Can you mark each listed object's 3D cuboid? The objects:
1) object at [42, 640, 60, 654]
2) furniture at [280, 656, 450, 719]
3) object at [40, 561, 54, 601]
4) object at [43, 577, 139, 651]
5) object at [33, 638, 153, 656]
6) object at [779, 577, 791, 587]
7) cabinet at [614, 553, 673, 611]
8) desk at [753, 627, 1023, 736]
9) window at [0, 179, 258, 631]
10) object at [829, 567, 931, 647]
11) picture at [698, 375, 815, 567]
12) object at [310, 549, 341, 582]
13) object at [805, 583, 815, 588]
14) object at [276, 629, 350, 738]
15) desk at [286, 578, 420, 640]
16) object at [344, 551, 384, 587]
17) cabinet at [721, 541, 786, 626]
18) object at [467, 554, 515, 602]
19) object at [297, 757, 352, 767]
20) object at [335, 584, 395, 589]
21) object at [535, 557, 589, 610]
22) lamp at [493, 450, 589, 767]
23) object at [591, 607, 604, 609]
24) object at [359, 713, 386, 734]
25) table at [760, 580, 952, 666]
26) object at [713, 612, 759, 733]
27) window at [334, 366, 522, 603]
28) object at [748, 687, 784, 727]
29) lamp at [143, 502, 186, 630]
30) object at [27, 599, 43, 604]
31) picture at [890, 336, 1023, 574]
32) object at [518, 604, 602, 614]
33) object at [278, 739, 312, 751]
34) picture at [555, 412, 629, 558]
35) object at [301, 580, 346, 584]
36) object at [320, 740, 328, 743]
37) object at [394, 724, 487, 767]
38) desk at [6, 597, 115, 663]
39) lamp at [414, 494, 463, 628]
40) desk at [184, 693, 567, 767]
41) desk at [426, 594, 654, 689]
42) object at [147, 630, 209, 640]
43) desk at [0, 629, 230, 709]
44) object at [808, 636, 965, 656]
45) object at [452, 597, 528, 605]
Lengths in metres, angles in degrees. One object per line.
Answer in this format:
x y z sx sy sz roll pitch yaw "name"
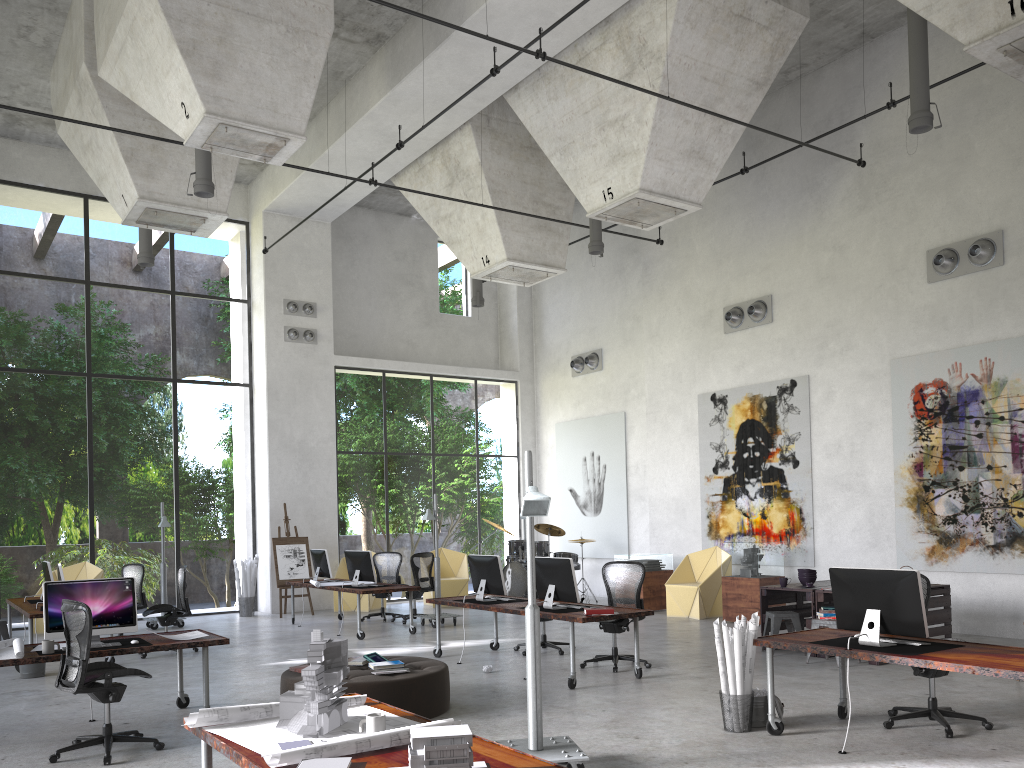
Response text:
-3.688 2.099 7.018 0.122 0.100 0.088 -1 -4 -5 "object"
-1.317 2.766 7.949 1.510 0.426 1.522 4 -10 -32 "furniture"
-6.454 2.779 12.421 0.377 0.550 0.720 1 -6 -33 "object"
-3.526 1.922 7.382 0.715 0.550 0.379 2 -5 -33 "object"
-3.518 2.204 7.375 0.850 0.008 0.694 4 -10 -33 "object"
3.332 2.422 10.733 0.101 0.109 0.130 3 -7 -43 "object"
2.381 3.572 15.827 0.744 1.009 0.740 1 -4 -34 "cabinet"
3.112 2.142 5.779 0.965 0.719 3.159 3 -9 -34 "desk"
-7.651 0.460 15.943 5.966 7.817 0.067 1 -2 -34 "window"
2.689 1.605 6.364 0.377 0.550 0.720 1 -6 -33 "object"
4.036 1.529 14.749 0.020 3.005 2.371 -1 -4 -34 "picture"
-3.172 3.083 14.923 0.377 0.550 0.720 1 -6 -33 "object"
3.582 2.412 10.541 0.117 0.056 0.138 -8 -10 41 "object"
-0.958 1.409 4.149 0.361 0.518 0.497 -2 -5 1 "object"
-2.628 3.593 14.183 0.975 0.719 3.157 3 -9 -34 "desk"
-2.294 2.862 13.641 0.378 0.550 0.719 2 -7 -43 "object"
3.733 3.073 13.597 0.594 1.250 0.748 0 -3 -34 "cabinet"
-0.244 2.345 10.647 0.377 0.550 0.720 1 -6 -33 "object"
-0.741 1.508 3.441 0.200 0.023 0.238 -1 -9 -3 "object"
-2.284 3.144 13.638 0.690 0.008 0.855 7 -12 -42 "object"
0.529 2.150 9.517 0.377 0.550 0.720 1 -6 -33 "object"
0.134 1.516 5.840 0.579 2.144 0.599 -1 -2 -10 "lamp"
0.861 2.260 8.859 0.149 0.011 0.011 -5 -6 24 "object"
-0.633 1.548 3.975 0.122 0.100 0.088 -1 -4 -6 "object"
4.145 2.837 10.646 1.508 0.791 1.615 3 -9 -34 "table"
1.765 2.247 6.878 0.319 0.933 0.343 -1 -2 -17 "object"
-1.697 2.220 19.101 4.566 4.872 0.020 2 -3 -34 "window"
1.977 2.577 7.042 0.397 0.297 0.297 -2 -5 9 "object"
-5.958 3.093 15.009 0.579 2.144 0.599 0 -2 -35 "lamp"
-6.444 3.061 12.417 0.688 0.008 0.856 4 -10 -33 "object"
6.118 1.004 11.708 0.020 3.006 2.233 -1 -3 -34 "picture"
0.540 2.432 9.513 0.688 0.008 0.856 4 -10 -33 "object"
-0.934 1.575 3.808 0.134 0.008 0.205 2 -10 -22 "object"
1.686 2.241 18.955 0.020 3.005 2.353 -1 -4 -34 "picture"
-3.162 3.365 14.918 0.688 0.008 0.856 4 -10 -33 "object"
-0.804 1.581 3.867 0.127 0.010 0.011 -9 -9 41 "object"
-0.271 1.388 3.270 0.389 0.181 0.421 0 -8 -9 "object"
-6.140 3.320 11.847 0.965 0.719 3.159 3 -9 -34 "desk"
-1.222 2.861 14.302 0.596 2.144 0.582 0 -2 -35 "lamp"
-0.400 1.869 3.444 0.975 0.719 3.157 3 -9 -34 "desk"
0.187 2.876 10.028 0.975 0.719 3.157 3 -9 -34 "desk"
-2.958 2.193 7.735 0.470 0.085 0.439 4 -10 -31 "object"
-3.999 2.531 7.119 3.134 0.720 0.982 4 -8 -34 "desk"
2.699 1.888 6.359 0.688 0.008 0.856 4 -10 -33 "object"
-0.233 2.627 10.642 0.688 0.008 0.856 4 -10 -33 "object"
